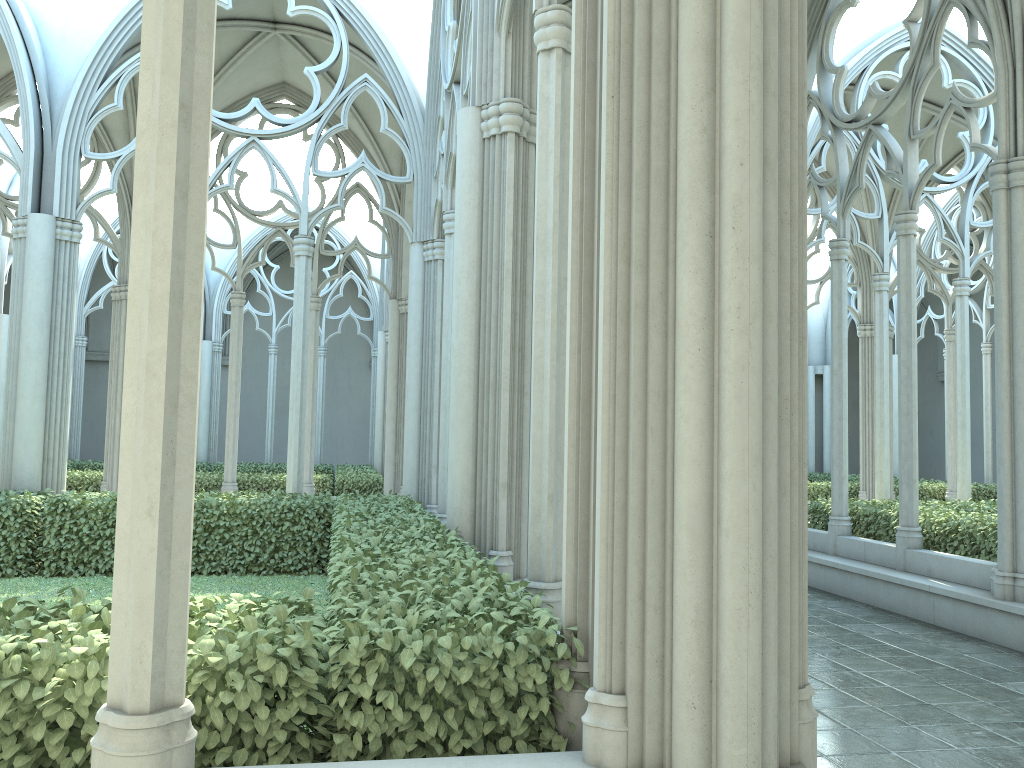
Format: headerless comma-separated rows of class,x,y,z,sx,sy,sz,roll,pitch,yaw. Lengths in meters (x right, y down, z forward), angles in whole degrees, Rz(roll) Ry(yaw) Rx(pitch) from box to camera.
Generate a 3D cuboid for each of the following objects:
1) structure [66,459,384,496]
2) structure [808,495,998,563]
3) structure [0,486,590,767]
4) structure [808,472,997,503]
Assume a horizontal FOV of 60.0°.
structure,-6.881,2.188,18.942,7.995,0.963,8.018,2,-4,-11
structure,8.458,1.814,8.625,7.995,0.963,8.018,2,-4,-11
structure,-4.374,1.366,6.146,7.995,0.963,8.018,2,-4,-11
structure,5.960,2.637,21.423,7.995,0.963,8.018,2,-4,-11
